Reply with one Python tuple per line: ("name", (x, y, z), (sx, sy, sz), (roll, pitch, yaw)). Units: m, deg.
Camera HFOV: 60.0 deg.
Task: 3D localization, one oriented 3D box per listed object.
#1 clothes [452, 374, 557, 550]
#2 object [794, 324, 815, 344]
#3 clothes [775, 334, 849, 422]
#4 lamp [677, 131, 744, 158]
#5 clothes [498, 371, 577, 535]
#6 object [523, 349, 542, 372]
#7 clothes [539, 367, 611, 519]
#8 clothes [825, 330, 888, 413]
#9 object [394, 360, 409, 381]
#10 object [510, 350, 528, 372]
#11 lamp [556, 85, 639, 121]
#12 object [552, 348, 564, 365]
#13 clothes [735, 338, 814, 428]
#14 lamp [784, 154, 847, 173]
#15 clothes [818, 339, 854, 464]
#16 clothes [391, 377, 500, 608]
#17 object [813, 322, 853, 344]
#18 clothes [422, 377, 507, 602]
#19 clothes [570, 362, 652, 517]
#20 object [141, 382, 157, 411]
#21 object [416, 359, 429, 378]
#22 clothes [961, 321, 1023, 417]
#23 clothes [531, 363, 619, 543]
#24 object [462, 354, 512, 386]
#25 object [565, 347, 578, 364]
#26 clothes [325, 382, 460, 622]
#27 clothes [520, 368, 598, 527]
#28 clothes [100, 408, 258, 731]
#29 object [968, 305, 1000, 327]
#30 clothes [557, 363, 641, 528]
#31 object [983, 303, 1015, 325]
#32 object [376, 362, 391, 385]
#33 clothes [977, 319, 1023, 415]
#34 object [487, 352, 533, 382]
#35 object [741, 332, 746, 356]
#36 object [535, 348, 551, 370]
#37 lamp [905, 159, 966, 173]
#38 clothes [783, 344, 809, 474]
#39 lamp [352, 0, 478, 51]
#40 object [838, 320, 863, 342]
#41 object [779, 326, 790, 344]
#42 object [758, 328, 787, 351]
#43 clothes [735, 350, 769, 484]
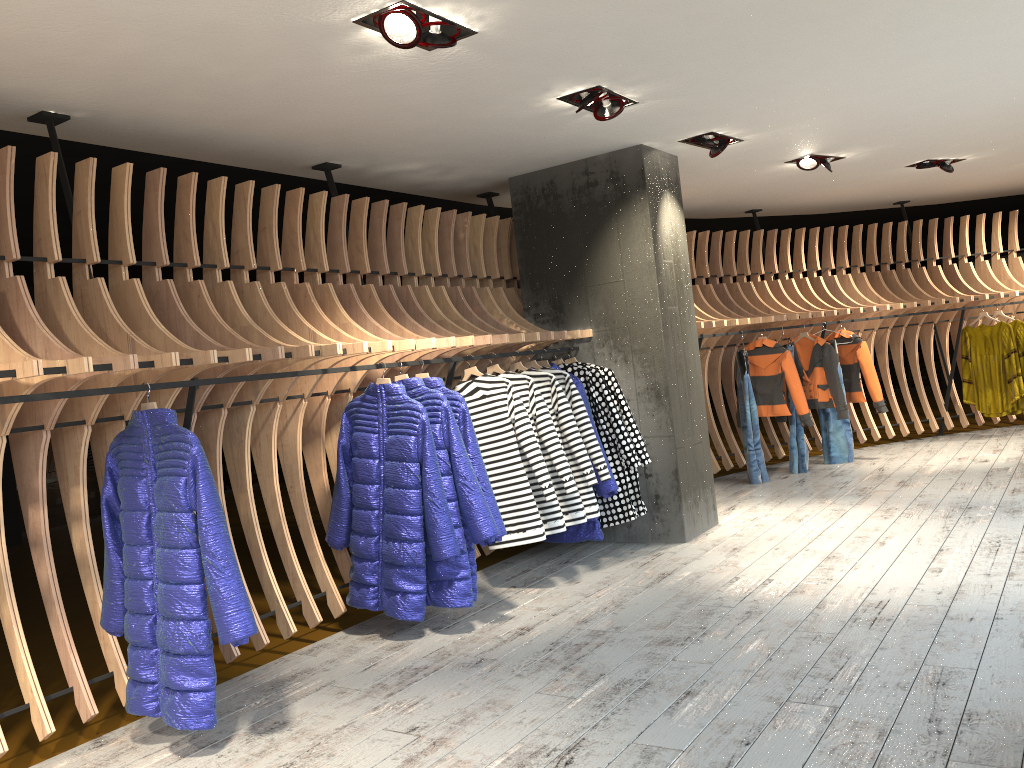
("clothes", (-0.070, 0.462, 5.277), (0.751, 1.062, 0.128), (-6, 0, 32))
("object", (2.940, -0.468, 8.922), (0.012, 0.270, 0.524), (-6, 1, -36))
("clothes", (2.983, -0.064, 8.897), (0.201, 0.881, 0.838), (-7, 1, -36))
("lamp", (1.406, -1.758, 6.270), (0.269, 0.292, 0.493), (-6, 1, 40))
("clothes", (0.059, 0.443, 5.473), (0.751, 1.062, 0.128), (-6, 0, 32))
("object", (0.154, -0.080, 5.882), (0.517, 0.313, 0.012), (-6, 0, 34))
("clothes", (0.301, 0.409, 5.840), (0.751, 1.062, 0.128), (-6, 0, 32))
("clothes", (3.468, -0.127, 9.203), (0.201, 0.881, 0.839), (-6, 1, -26))
("object", (-0.581, 0.012, 4.789), (0.523, 0.291, 0.012), (-6, 0, 34))
("object", (0.056, -0.067, 5.733), (0.517, 0.313, 0.012), (-6, 0, 34))
("lamp", (0.482, -1.629, 4.976), (0.269, 0.292, 0.493), (-6, 1, 34))
("object", (0.349, -0.098, 6.183), (0.516, 0.316, 0.012), (-6, 0, 34))
("clothes", (2.482, -0.006, 8.642), (0.201, 0.881, 0.838), (-7, 1, -41))
("lamp", (2.523, -1.902, 7.388), (0.493, 0.296, 0.269), (-7, 1, -37))
("clothes", (3.277, 0.251, 9.072), (0.309, 1.421, 0.200), (-6, 0, 6))
("clothes", (-0.500, 0.588, 4.754), (0.883, 1.246, 0.249), (-6, 0, 30))
("object", (3.198, -0.513, 9.069), (0.549, 0.243, 0.023), (-6, 0, 10))
("clothes", (-0.467, 0.583, 4.947), (0.884, 1.239, 0.246), (-6, 0, 30))
("clothes", (0.617, 0.421, 6.297), (0.799, 1.185, 0.192), (-6, 0, 34))
("object", (-1.437, 0.124, 3.520), (0.524, 0.270, 0.012), (-6, 0, 34))
("object", (-0.497, -0.009, 4.947), (0.524, 0.270, 0.012), (-6, 0, 34))
("clothes", (5.234, -0.156, 9.697), (0.168, 1.044, 0.664), (-6, 0, -25))
("clothes", (0.315, 0.473, 6.083), (0.884, 1.239, 0.246), (-6, 0, 30))
("object", (-0.218, -0.028, 5.318), (0.517, 0.313, 0.012), (-6, 0, 34))
("object", (0.449, -0.114, 6.341), (0.517, 0.313, 0.012), (-6, 0, 34))
("clothes", (-0.708, 0.620, 4.724), (0.879, 1.260, 0.242), (-6, 0, 30))
("clothes", (0.203, 0.423, 5.692), (0.751, 1.062, 0.128), (-6, 0, 32))
("clothes", (-1.408, 0.716, 3.520), (0.884, 1.239, 0.246), (-6, 0, 30))
("object", (5.170, -0.733, 9.714), (0.012, 0.270, 0.525), (-6, 1, -26))
("clothes", (0.521, 0.435, 6.135), (0.806, 1.187, 0.192), (-6, 0, 34))
("object", (5.349, -0.753, 9.747), (0.012, 0.270, 0.525), (-6, 1, -26))
("object", (-0.685, 0.031, 4.690), (0.523, 0.292, 0.012), (-6, 0, 34))
("clothes", (5.413, -0.176, 9.731), (0.168, 1.044, 0.664), (-6, 0, -25))
("object", (-0.088, -0.046, 5.515), (0.517, 0.313, 0.012), (-6, 0, 34))
("object", (2.195, -0.388, 8.421), (0.023, 0.243, 0.549), (-6, 1, 15))
("object", (0.213, -0.110, 6.081), (0.524, 0.270, 0.012), (-6, 0, 34))
("lamp", (3.895, -2.073, 8.168), (0.493, 0.293, 0.269), (-7, 1, -24))
("clothes", (2.771, 0.314, 8.765), (0.200, 1.421, 0.309), (-6, 0, 26))
("lamp", (-0.394, -1.508, 3.647), (0.269, 0.286, 0.493), (-6, 1, 34))
("object", (3.416, -0.529, 9.177), (0.012, 0.270, 0.525), (-6, 1, -26))
("object", (2.689, -0.450, 8.769), (0.023, 0.243, 0.550), (-6, 1, 30))
("object", (2.436, -0.408, 8.615), (0.012, 0.270, 0.524), (-7, 1, -41))
("clothes", (2.284, 0.375, 8.429), (0.200, 1.421, 0.309), (-6, 0, 11))
